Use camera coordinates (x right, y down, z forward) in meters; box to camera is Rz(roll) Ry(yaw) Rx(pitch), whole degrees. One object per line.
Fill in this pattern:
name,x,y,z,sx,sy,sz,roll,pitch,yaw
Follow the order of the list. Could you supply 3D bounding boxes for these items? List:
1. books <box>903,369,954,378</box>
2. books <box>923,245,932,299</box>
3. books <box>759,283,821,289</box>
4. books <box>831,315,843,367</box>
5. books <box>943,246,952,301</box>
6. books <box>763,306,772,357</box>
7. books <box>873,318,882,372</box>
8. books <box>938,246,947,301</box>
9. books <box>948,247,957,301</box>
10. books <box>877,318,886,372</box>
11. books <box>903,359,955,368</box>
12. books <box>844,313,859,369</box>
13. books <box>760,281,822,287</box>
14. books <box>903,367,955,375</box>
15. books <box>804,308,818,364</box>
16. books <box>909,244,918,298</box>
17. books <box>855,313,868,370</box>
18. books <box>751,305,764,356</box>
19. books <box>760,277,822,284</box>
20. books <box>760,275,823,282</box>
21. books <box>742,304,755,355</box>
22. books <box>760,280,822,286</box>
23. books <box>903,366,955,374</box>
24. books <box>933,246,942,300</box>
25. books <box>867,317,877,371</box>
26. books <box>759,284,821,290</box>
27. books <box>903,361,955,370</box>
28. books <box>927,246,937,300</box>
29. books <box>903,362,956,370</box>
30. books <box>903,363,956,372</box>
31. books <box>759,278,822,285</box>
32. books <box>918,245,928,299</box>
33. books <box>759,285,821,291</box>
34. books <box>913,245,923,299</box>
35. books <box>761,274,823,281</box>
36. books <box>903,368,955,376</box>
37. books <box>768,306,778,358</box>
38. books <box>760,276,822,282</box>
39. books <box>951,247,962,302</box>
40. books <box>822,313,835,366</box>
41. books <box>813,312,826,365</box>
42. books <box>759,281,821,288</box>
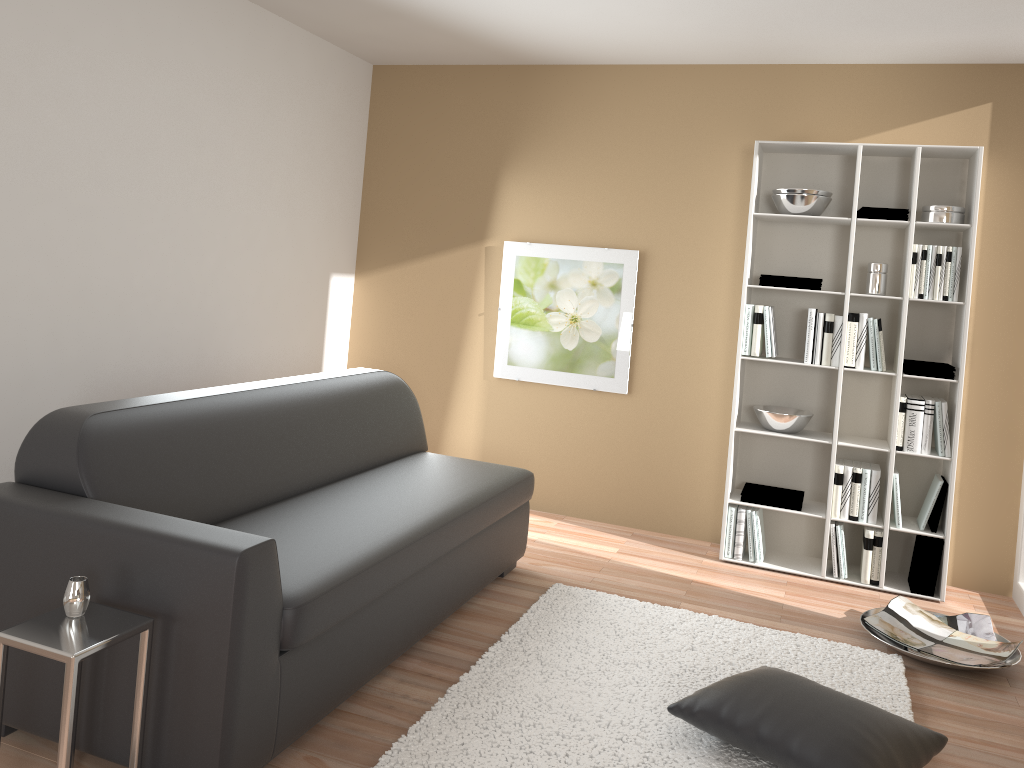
books,2.036,-0.058,4.320,0.211,0.006,0.298,7,7,19
books,2.020,-0.542,4.295,0.020,0.258,0.208,5,3,20
books,1.433,-0.504,4.528,0.298,0.006,0.211,7,7,20
books,1.636,-0.219,4.433,0.040,0.251,0.207,5,3,20
books,2.100,-0.531,4.265,0.020,0.258,0.208,5,3,20
books,1.323,-0.273,4.541,0.060,0.259,0.208,5,3,20
books,1.814,-0.197,4.370,0.058,0.257,0.208,5,3,20
books,2.081,-0.534,4.274,0.020,0.258,0.207,5,3,20
books,2.120,-0.529,4.259,0.020,0.258,0.208,5,3,20
books,1.835,-0.198,4.379,0.058,0.257,0.208,5,3,20
books,2.038,-0.101,4.316,0.211,0.006,0.298,7,7,19
books,1.703,-0.221,4.418,0.053,0.272,0.207,5,2,20
books,1.435,-0.515,4.528,0.298,0.006,0.211,7,7,20
books,2.036,-0.069,4.318,0.211,0.006,0.298,7,7,19
books,1.520,-0.246,4.475,0.040,0.275,0.207,5,2,20
books,1.959,-0.549,4.312,0.020,0.258,0.208,5,3,20
books,1.747,-0.217,4.403,0.040,0.275,0.207,5,2,20
books,1.276,-0.279,4.555,0.040,0.258,0.207,5,3,20
books,1.437,-0.532,4.531,0.298,0.008,0.211,7,7,20
books,1.439,-0.542,4.526,0.298,0.007,0.211,7,7,20
books,1.234,-0.285,4.577,0.040,0.258,0.208,5,3,20
books,1.436,-0.521,4.528,0.298,0.006,0.211,7,7,20
books,2.037,-0.074,4.318,0.211,0.006,0.298,7,7,19
books,2.059,-0.536,4.275,0.020,0.258,0.208,5,3,20
books,1.791,-0.202,4.383,0.060,0.259,0.207,5,3,20
books,1.432,-0.499,4.528,0.298,0.006,0.211,7,7,20
books,2.037,-0.096,4.317,0.211,0.007,0.298,7,7,19
books,2.040,-0.539,4.288,0.020,0.258,0.208,5,3,20
books,2.042,-0.090,4.318,0.211,0.008,0.298,7,7,19
books,2.041,-0.085,4.318,0.211,0.008,0.298,7,7,19
books,1.434,-0.527,4.527,0.298,0.006,0.211,8,7,21
books,2.000,-0.544,4.301,0.020,0.258,0.208,5,3,20
books,1.431,-0.494,4.527,0.298,0.007,0.211,7,7,20
books,1.981,-0.547,4.311,0.020,0.258,0.207,5,3,20
books,1.441,-0.548,4.527,0.298,0.006,0.211,7,7,20
books,2.037,-0.064,4.322,0.211,0.007,0.298,7,7,18
books,1.349,-0.271,4.543,0.058,0.257,0.208,5,3,20
books,1.437,-0.538,4.531,0.298,0.008,0.211,7,7,20
books,2.140,-0.526,4.251,0.020,0.258,0.208,5,3,20
books,1.595,-0.227,4.441,0.040,0.258,0.207,5,3,20
books,1.558,-0.233,4.460,0.040,0.258,0.207,5,3,20
books,1.431,-0.511,4.529,0.298,0.007,0.211,7,7,18
